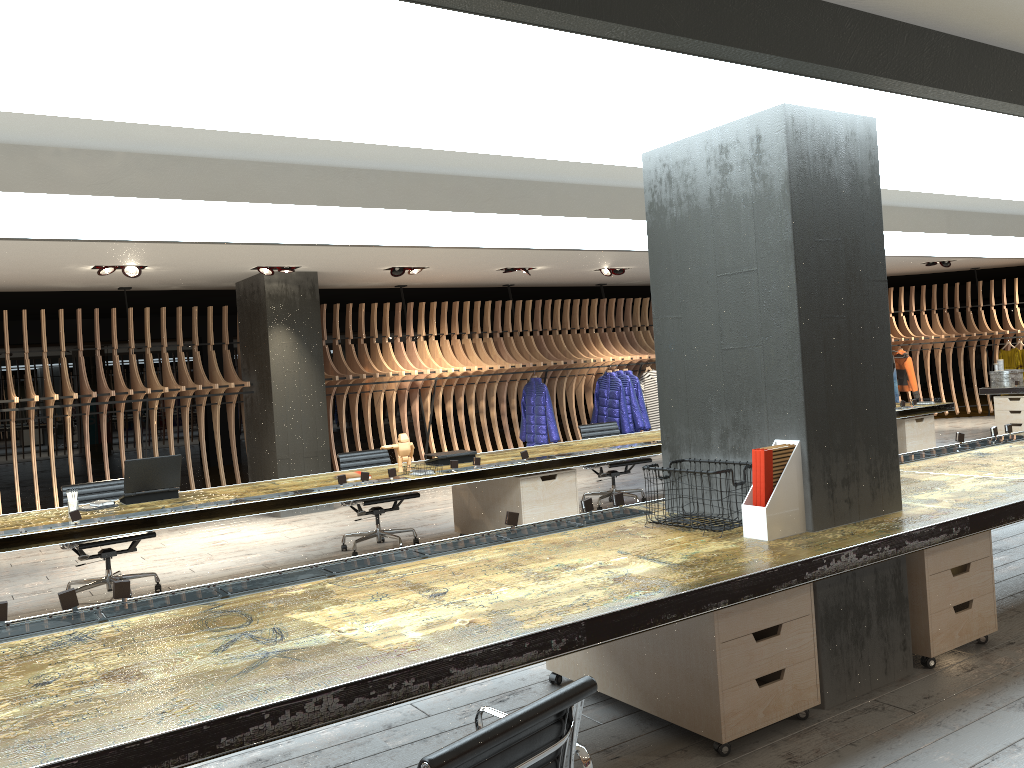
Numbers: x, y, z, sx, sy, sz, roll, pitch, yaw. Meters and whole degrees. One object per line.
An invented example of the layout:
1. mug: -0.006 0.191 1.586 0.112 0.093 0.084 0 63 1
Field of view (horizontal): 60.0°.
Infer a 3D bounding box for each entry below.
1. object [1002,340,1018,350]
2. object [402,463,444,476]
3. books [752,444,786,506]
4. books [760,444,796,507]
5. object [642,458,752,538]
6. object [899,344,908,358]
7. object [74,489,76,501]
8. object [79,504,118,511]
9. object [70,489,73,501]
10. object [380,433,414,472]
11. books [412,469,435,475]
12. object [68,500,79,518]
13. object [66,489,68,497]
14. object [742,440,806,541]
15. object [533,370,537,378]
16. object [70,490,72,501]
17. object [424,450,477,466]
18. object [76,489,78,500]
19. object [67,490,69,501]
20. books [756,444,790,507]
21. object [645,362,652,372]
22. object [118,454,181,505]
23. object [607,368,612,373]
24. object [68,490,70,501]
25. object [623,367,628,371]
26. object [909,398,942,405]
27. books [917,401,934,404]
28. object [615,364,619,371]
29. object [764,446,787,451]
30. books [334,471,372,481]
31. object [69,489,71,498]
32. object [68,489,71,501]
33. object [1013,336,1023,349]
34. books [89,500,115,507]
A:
1. object: 8.856 -0.707 15.811 0.012 0.270 0.525 -4 1 -3
2. object: -0.674 0.655 6.723 0.217 0.074 0.302 -5 1 -39
3. books: 1.090 0.444 3.720 0.215 0.368 0.048 -4 0 -33
4. books: 1.114 0.443 3.683 0.215 0.368 0.048 -4 0 -33
5. object: 0.850 0.500 3.976 0.330 0.289 0.459 -4 1 -36
6. object: 7.026 -0.589 16.011 0.012 0.270 0.525 -4 1 -3
7. object: -2.795 0.756 5.669 0.030 0.170 0.007 -4 0 -3
8. object: -2.834 0.837 6.040 0.213 0.019 0.219 -3 1 42
9. object: -2.826 0.757 5.699 0.030 0.170 0.007 -4 0 16
10. object: -0.887 0.545 6.980 0.097 0.300 0.321 -4 1 41
11. books: -0.673 0.665 6.719 0.110 0.025 0.155 -5 1 -38
12. object: -2.809 0.802 5.680 0.061 0.111 0.061 -4 0 0
13. object: -2.834 0.758 5.677 0.007 0.170 0.030 -4 0 41
14. object: 1.088 0.438 3.710 0.240 0.383 0.129 -4 0 -33
15. object: 0.327 -0.067 12.729 0.012 0.270 0.525 -4 1 -33
16. object: -2.812 0.757 5.660 0.007 0.170 0.030 -4 0 -40
17. object: -0.513 0.617 7.398 0.373 0.088 0.262 -5 1 -33
18. object: -2.792 0.756 5.679 0.030 0.170 0.007 -4 0 -30
19. object: -2.830 0.758 5.668 0.007 0.170 0.030 -4 0 14
20. books: 1.102 0.444 3.701 0.215 0.368 0.048 -4 0 -33
21. object: 2.158 -0.196 13.901 0.012 0.313 0.517 -4 1 -33
22. object: -2.553 0.665 6.248 0.373 0.316 0.365 -4 1 -33
23. object: 1.480 -0.148 13.508 0.012 0.292 0.523 -4 1 -33
24. object: -2.822 0.758 5.662 0.007 0.170 0.030 -4 0 -13
25. object: 1.755 -0.184 13.669 0.012 0.270 0.525 -4 1 -33
26. object: 4.825 0.208 10.350 0.217 0.074 0.302 -5 1 -39
27. books: 4.825 0.218 10.345 0.110 0.025 0.155 -5 1 -38
28. object: 1.615 -0.163 13.557 0.012 0.291 0.523 -4 1 -33
29. object: 1.112 0.443 3.682 0.207 0.359 0.045 -4 0 -33
30. books: -1.226 0.708 6.799 0.213 0.026 0.366 -4 1 -23
31. object: -2.829 0.758 5.696 0.030 0.170 0.007 -4 0 4
32. object: -2.832 0.758 5.691 0.030 0.170 0.007 -4 0 -10
33. object: 9.034 -0.719 15.771 0.012 0.270 0.525 -4 1 -3
34. books: -2.820 0.816 6.084 0.186 0.027 0.112 -3 1 42
